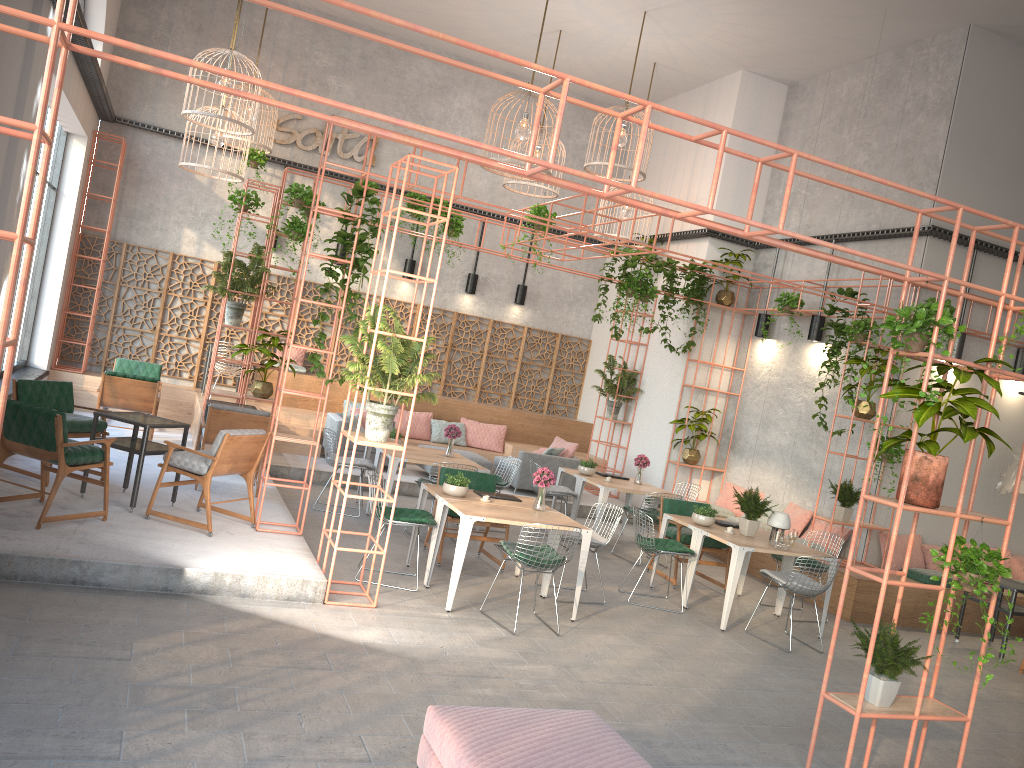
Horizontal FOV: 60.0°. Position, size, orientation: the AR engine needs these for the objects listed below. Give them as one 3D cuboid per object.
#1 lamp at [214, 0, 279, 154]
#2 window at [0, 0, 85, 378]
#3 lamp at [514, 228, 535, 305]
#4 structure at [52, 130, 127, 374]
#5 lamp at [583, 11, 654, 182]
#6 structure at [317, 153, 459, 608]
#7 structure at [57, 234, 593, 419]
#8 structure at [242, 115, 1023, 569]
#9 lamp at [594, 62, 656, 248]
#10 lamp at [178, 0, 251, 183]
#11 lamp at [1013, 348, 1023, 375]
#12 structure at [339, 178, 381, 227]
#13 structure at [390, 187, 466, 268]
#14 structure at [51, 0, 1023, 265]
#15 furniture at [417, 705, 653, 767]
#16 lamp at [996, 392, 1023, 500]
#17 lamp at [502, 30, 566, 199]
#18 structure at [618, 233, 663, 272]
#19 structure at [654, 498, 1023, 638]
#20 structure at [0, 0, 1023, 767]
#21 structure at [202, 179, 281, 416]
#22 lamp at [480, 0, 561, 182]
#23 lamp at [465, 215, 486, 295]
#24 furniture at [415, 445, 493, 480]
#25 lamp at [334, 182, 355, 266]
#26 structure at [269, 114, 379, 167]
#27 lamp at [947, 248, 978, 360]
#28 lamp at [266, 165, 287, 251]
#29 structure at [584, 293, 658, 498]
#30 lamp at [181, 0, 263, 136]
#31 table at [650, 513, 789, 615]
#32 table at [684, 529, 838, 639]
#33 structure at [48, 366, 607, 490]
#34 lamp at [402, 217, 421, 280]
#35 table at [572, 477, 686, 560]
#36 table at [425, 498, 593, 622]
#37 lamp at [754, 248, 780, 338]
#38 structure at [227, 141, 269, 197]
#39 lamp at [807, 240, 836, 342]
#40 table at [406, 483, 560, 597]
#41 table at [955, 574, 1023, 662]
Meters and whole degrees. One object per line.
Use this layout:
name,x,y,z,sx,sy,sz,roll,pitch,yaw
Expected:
lamp,-3.868,-5.422,13.788,0.883,3.476,0.883,12,2,31
window,-5.747,-2.799,10.715,0.089,5.544,4.126,10,2,-22
lamp,0.268,-2.180,16.431,0.179,1.436,0.185,10,2,-22
structure,-6.421,-1.980,13.496,0.424,3.591,0.624,10,2,-22
lamp,1.766,-4.664,12.418,0.883,3.476,0.883,12,2,31
structure,-1.058,-0.023,7.310,0.424,3.602,0.624,10,2,-22
structure,-2.476,-0.507,15.644,9.782,2.103,0.132,10,2,-22
structure,3.712,0.176,12.297,14.096,4.345,4.501,10,2,-23
lamp,2.080,-4.003,14.297,0.883,3.476,0.883,12,2,31
lamp,-3.897,-4.659,12.428,0.883,3.476,0.883,12,2,31
lamp,6.826,-0.807,11.655,0.179,1.425,0.185,10,2,-22
structure,-2.444,-3.044,14.539,0.605,0.972,0.587,10,2,-23
structure,-1.407,-2.693,14.920,1.434,1.290,0.670,10,2,-22
structure,3.246,-2.190,9.422,15.203,0.110,15.603,10,2,-22
furniture,0.140,1.892,4.182,0.976,0.446,0.941,10,2,-22
lamp,7.685,-0.389,10.387,4.456,4.052,0.704,10,2,-22
lamp,0.614,-4.695,13.691,0.883,3.476,0.883,12,2,31
structure,2.188,-2.194,15.150,0.903,0.803,0.934,12,2,40
structure,5.718,2.711,13.041,5.831,0.500,4.386,10,2,-22
structure,4.841,1.153,4.707,14.689,4.247,4.157,10,2,-22
structure,-3.659,-0.827,11.333,0.722,3.623,0.748,10,2,-22
lamp,0.372,-4.235,10.517,0.883,3.476,0.883,12,2,31
lamp,-0.628,-2.343,16.071,0.185,1.436,0.185,11,2,19
furniture,-0.912,1.244,13.664,0.975,0.446,0.941,10,2,-22
lamp,-2.837,-2.744,15.184,0.185,1.436,0.185,11,2,19
structure,-3.148,-4.211,15.009,1.807,0.695,0.087,10,2,-22
lamp,5.721,-1.008,11.211,0.179,1.425,0.185,10,2,-22
lamp,-3.903,-2.937,14.756,0.185,1.436,0.185,11,2,19
structure,1.852,0.125,15.326,0.424,3.596,0.624,10,2,-22
lamp,-3.369,-4.968,11.113,0.883,3.476,0.883,12,2,31
table,2.252,1.951,9.610,1.205,0.830,0.694,10,2,-22
table,2.504,2.016,8.964,1.214,0.830,0.694,10,2,-22
structure,-2.352,0.626,14.008,9.152,1.111,3.396,10,2,-22
lamp,-1.716,-2.540,15.634,0.185,1.436,0.185,11,2,19
table,1.498,1.756,11.589,1.214,0.830,0.694,10,2,-22
table,-0.039,1.567,7.926,1.214,0.830,0.694,10,2,-22
lamp,3.910,-1.412,13.450,0.185,1.425,0.179,10,2,-22
structure,-4.080,-3.341,13.882,0.605,0.972,0.587,10,2,-23
lamp,4.341,-1.301,12.326,0.185,1.425,0.179,10,2,-22
table,-0.291,1.502,8.572,1.205,0.830,0.694,10,2,-22
table,5.413,2.586,9.798,0.602,0.798,0.635,10,2,-22
